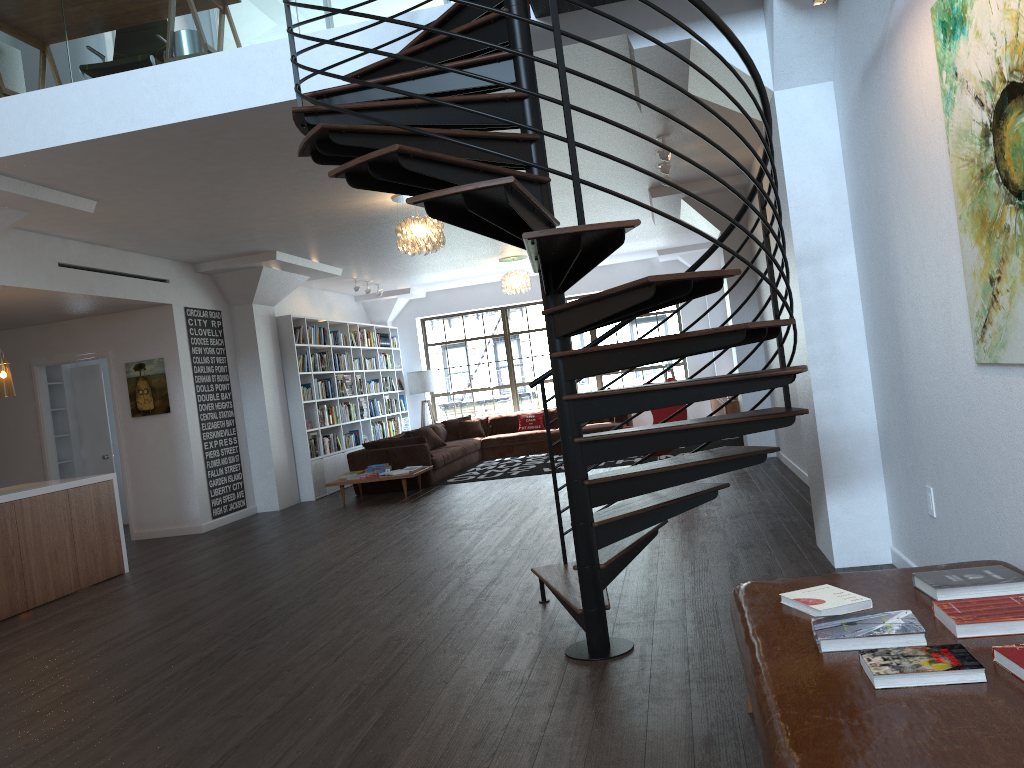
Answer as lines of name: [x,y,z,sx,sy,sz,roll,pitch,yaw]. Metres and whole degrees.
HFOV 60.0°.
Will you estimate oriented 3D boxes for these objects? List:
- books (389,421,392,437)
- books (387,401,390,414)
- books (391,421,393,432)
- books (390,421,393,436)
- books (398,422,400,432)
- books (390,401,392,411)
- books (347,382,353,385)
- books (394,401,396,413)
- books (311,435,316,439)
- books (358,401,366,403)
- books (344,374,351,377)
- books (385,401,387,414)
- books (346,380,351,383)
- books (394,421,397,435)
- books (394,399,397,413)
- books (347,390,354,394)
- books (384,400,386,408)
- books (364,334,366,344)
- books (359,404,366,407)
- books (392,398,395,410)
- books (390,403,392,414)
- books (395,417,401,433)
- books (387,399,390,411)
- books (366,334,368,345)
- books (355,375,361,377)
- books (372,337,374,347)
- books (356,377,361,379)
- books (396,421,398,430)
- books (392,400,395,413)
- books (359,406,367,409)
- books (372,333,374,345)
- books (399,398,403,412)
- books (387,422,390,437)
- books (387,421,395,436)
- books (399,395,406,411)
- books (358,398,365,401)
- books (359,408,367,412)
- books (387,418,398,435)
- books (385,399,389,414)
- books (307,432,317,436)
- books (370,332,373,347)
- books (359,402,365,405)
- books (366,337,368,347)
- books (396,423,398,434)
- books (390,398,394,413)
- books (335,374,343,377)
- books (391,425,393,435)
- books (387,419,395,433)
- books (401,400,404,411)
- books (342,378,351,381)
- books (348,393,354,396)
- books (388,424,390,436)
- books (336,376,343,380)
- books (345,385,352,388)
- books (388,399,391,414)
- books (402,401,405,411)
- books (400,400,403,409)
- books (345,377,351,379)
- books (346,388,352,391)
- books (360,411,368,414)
books: [-2.113,0.763,14.850,0.183,0.253,0.037,-7,0,10]
books: [-2.144,0.401,14.891,0.161,0.223,0.030,-7,0,10]
books: [-2.095,0.762,14.963,0.160,0.250,0.027,-7,0,10]
books: [-2.110,0.763,14.886,0.183,0.253,0.036,-7,0,10]
books: [-2.028,0.766,15.338,0.161,0.223,0.027,-7,0,10]
books: [-2.139,0.396,15.073,0.168,0.231,0.045,-7,0,10]
books: [-2.514,0.006,13.289,0.183,0.042,0.253,-7,0,10]
books: [-2.083,0.401,15.246,0.161,0.221,0.035,-7,0,10]
books: [-2.702,0.704,11.696,0.174,0.045,0.240,-7,0,0]
books: [-2.386,0.283,13.732,0.208,0.024,0.144,-7,0,15]
books: [-2.520,-0.118,13.305,0.129,0.043,0.185,-7,0,25]
books: [-2.169,0.405,14.782,0.161,0.223,0.030,-7,0,10]
books: [-2.524,-0.029,13.296,0.161,0.033,0.223,-7,0,10]
books: [-2.069,0.760,15.112,0.189,0.247,0.057,-7,0,10]
books: [-2.076,0.389,15.333,0.168,0.228,0.139,-7,0,10]
books: [-2.496,0.132,13.284,0.160,0.039,0.251,-7,0,15]
books: [-2.185,0.393,14.755,0.160,0.251,0.029,-7,0,10]
books: [-2.426,-0.690,14.193,0.161,0.223,0.027,-7,0,10]
books: [-2.393,0.338,13.741,0.223,0.032,0.161,-7,0,10]
books: [-2.099,0.381,15.212,0.160,0.251,0.039,-7,0,10]
books: [-2.134,0.386,15.030,0.160,0.251,0.036,-7,0,10]
books: [-2.028,0.731,15.378,0.176,0.290,0.053,-7,0,10]
books: [-2.154,0.389,14.927,0.183,0.253,0.039,-7,0,10]
books: [-2.426,-0.699,14.310,0.174,0.240,0.045,-7,0,10]
books: [-2.460,-0.112,13.638,0.224,0.030,0.161,-7,0,20]
books: [-2.371,-0.707,14.543,0.174,0.240,0.045,-7,0,10]
books: [-2.457,-0.083,13.629,0.223,0.031,0.161,-7,0,10]
books: [-2.048,0.760,15.251,0.159,0.241,0.038,-7,0,10]
books: [-2.098,0.394,15.176,0.161,0.223,0.032,-7,0,10]
books: [-2.396,0.373,13.736,0.253,0.040,0.183,-7,0,10]
books: [-2.357,-0.714,14.576,0.160,0.250,0.026,-7,0,10]
books: [-2.023,0.377,15.557,0.172,0.235,0.112,-7,0,10]
books: [-2.136,0.771,14.729,0.171,0.246,0.061,-7,0,10]
books: [-2.087,0.759,14.993,0.183,0.253,0.037,-7,0,10]
books: [-1.987,0.344,15.806,0.176,0.290,0.053,-7,0,10]
books: [-2.395,0.252,13.726,0.185,0.041,0.129,-7,0,25]
books: [-2.385,0.413,13.743,0.231,0.044,0.168,-7,0,5]
books: [-2.046,0.731,15.159,0.140,0.298,0.044,-7,0,10]
books: [-2.163,0.389,14.822,0.174,0.251,0.051,-7,0,10]
books: [-2.703,0.667,11.673,0.223,0.027,0.161,-7,0,20]
books: [-2.373,-0.713,14.470,0.183,0.253,0.034,-7,0,10]
books: [-2.376,0.307,13.723,0.161,0.026,0.223,-7,0,0]
books: [-2.413,-0.692,14.272,0.161,0.223,0.026,-7,0,10]
books: [-2.038,0.776,15.205,0.144,0.207,0.048,-7,0,10]
books: [-2.117,0.382,15.112,0.183,0.253,0.042,-7,0,10]
books: [-2.582,-0.111,12.879,0.223,0.027,0.161,-7,0,20]
books: [-2.109,0.769,14.928,0.174,0.240,0.048,-7,0,10]
books: [-2.095,0.745,15.054,0.198,0.284,0.066,-7,0,10]
books: [-2.005,0.387,15.656,0.161,0.213,0.118,-7,0,10]
books: [-2.538,-0.056,13.322,0.223,0.027,0.161,-7,0,0]
books: [-2.488,0.170,13.285,0.171,0.039,0.246,-7,0,10]
books: [-2.131,0.777,14.779,0.168,0.231,0.040,-7,0,10]
books: [-2.581,-0.074,12.902,0.174,0.045,0.240,-7,0,10]
books: [-2.515,0.049,13.295,0.168,0.045,0.231,-7,0,5]
books: [-2.138,0.388,14.994,0.171,0.246,0.036,-7,0,10]
books: [-2.002,0.387,15.707,0.161,0.213,0.146,-7,0,10]
books: [-2.018,0.385,15.619,0.161,0.218,0.101,-7,0,10]
books: [-2.522,-0.084,13.310,0.144,0.024,0.208,-7,0,15]
books: [-2.526,0.095,13.284,0.180,0.042,0.259,-7,0,10]
books: [-2.391,0.456,13.760,0.259,0.040,0.180,-7,0,10]
